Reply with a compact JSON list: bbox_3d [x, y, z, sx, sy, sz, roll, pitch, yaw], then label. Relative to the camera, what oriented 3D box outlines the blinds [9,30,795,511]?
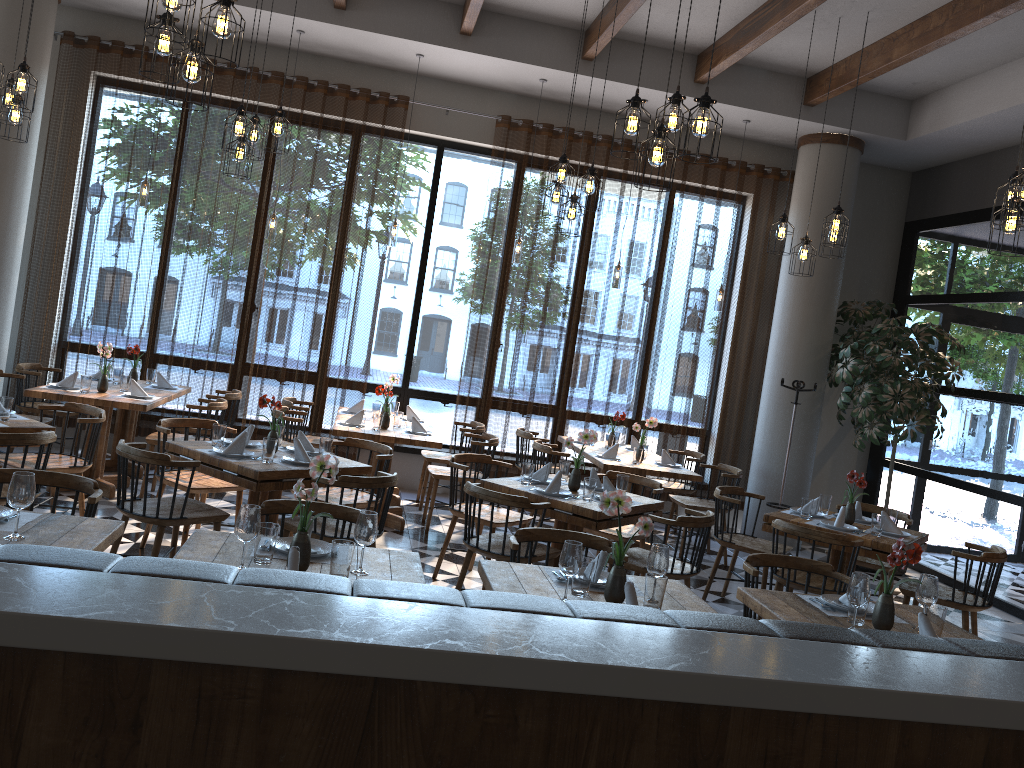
[{"bbox_3d":[-0.833,-0.943,8.678,7.257,3.580,0.160,8,1,-10],"label":"blinds"}]

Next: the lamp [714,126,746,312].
[{"bbox_3d":[2.149,-1.678,8.619,0.078,1.963,0.078,9,1,22],"label":"lamp"}]

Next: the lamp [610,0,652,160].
[{"bbox_3d":[0.730,-2.159,4.404,0.174,2.070,0.175,8,1,-38],"label":"lamp"}]

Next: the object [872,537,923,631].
[{"bbox_3d":[1.467,0.765,3.367,0.171,0.355,0.156,8,1,-16],"label":"object"}]

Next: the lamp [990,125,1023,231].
[{"bbox_3d":[2.829,-1.864,4.769,0.175,2.070,0.175,9,1,23],"label":"lamp"}]

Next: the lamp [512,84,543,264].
[{"bbox_3d":[0.181,-2.100,8.278,0.078,1.963,0.078,8,1,-20],"label":"lamp"}]

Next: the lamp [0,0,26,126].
[{"bbox_3d":[-3.296,-2.804,6.031,0.175,2.070,0.174,9,1,33],"label":"lamp"}]

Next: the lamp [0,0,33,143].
[{"bbox_3d":[-3.164,-2.644,5.872,0.174,2.070,0.175,8,1,-24],"label":"lamp"}]

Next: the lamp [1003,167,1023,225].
[{"bbox_3d":[2.678,-1.821,4.360,0.175,2.070,0.175,9,1,1],"label":"lamp"}]

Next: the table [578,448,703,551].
[{"bbox_3d":[1.024,1.043,7.599,0.849,0.763,0.852,8,2,-10],"label":"table"}]

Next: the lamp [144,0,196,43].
[{"bbox_3d":[-1.293,-2.484,3.708,0.174,2.070,0.175,8,1,-39],"label":"lamp"}]

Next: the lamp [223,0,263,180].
[{"bbox_3d":[-1.724,-2.436,6.031,0.175,2.070,0.175,9,1,9],"label":"lamp"}]

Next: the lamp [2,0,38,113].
[{"bbox_3d":[-3.024,-2.790,5.688,0.174,2.070,0.175,8,1,-35],"label":"lamp"}]

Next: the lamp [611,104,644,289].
[{"bbox_3d":[1.133,-1.880,8.444,0.078,1.963,0.078,8,1,-24],"label":"lamp"}]

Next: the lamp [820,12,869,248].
[{"bbox_3d":[2.560,-2.059,6.640,0.175,2.070,0.175,9,1,3],"label":"lamp"}]

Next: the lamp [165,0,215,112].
[{"bbox_3d":[-1.295,-2.263,3.939,0.174,2.070,0.175,8,1,-39],"label":"lamp"}]

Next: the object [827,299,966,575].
[{"bbox_3d":[3.377,0.418,8.607,1.376,2.591,1.639,8,1,-26],"label":"object"}]

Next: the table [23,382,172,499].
[{"bbox_3d":[-3.226,0.443,6.874,0.849,0.763,0.852,8,2,-10],"label":"table"}]

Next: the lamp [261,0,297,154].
[{"bbox_3d":[-1.499,-2.643,6.157,0.175,2.070,0.175,9,1,9],"label":"lamp"}]

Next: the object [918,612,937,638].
[{"bbox_3d":[1.475,0.890,3.105,0.351,0.137,0.272,8,3,-10],"label":"object"}]

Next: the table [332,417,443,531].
[{"bbox_3d":[-1.079,0.746,7.240,0.849,0.763,0.852,8,2,-10],"label":"table"}]

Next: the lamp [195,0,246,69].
[{"bbox_3d":[-1.113,-2.404,3.792,0.175,2.070,0.174,9,1,40],"label":"lamp"}]

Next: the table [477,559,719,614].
[{"bbox_3d":[0.295,1.164,3.184,0.849,0.763,0.852,8,2,-10],"label":"table"}]

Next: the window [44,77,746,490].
[{"bbox_3d":[-5.047,-1.432,7.157,15.090,3.163,4.508,7,3,-33],"label":"window"}]

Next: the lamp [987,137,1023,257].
[{"bbox_3d":[2.712,-1.695,4.576,0.175,2.070,0.174,9,1,34],"label":"lamp"}]

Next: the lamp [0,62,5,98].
[{"bbox_3d":[-3.220,-2.875,5.657,0.174,2.070,0.175,8,1,-24],"label":"lamp"}]

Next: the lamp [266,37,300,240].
[{"bbox_3d":[-2.015,-2.261,7.908,0.078,1.963,0.078,9,1,30],"label":"lamp"}]

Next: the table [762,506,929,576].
[{"bbox_3d":[2.166,1.305,5.868,0.867,0.763,0.862,10,2,35],"label":"table"}]

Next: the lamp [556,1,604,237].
[{"bbox_3d":[0.569,-2.116,6.484,0.175,2.070,0.175,8,1,-15],"label":"lamp"}]

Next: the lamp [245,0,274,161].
[{"bbox_3d":[-1.695,-2.619,6.244,0.175,2.070,0.175,9,1,-2],"label":"lamp"}]

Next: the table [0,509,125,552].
[{"bbox_3d":[-1.844,0.862,2.819,0.849,0.763,0.852,8,2,-10],"label":"table"}]

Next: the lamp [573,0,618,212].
[{"bbox_3d":[0.680,-2.265,6.286,0.174,2.070,0.175,8,1,-26],"label":"lamp"}]

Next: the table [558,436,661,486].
[{"bbox_3d":[0.884,0.978,8.443,0.849,0.763,0.852,8,2,-10],"label":"table"}]

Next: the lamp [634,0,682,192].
[{"bbox_3d":[0.826,-1.960,4.229,0.174,2.070,0.175,8,1,-26],"label":"lamp"}]

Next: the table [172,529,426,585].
[{"bbox_3d":[-0.768,1.014,3.003,0.849,0.763,0.852,8,2,-10],"label":"table"}]

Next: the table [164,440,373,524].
[{"bbox_3d":[-1.481,0.790,5.246,0.867,0.763,0.862,10,2,35],"label":"table"}]

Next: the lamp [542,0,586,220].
[{"bbox_3d":[0.463,-2.274,6.664,0.175,2.070,0.174,9,1,41],"label":"lamp"}]

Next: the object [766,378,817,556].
[{"bbox_3d":[2.574,0.786,8.324,0.375,1.658,0.374,9,1,13],"label":"object"}]

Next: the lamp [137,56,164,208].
[{"bbox_3d":[-3.082,-2.518,7.723,0.078,1.963,0.078,8,1,-34],"label":"lamp"}]

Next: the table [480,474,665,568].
[{"bbox_3d":[0.333,1.046,5.555,0.867,0.763,0.862,10,2,35],"label":"table"}]

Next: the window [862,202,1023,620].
[{"bbox_3d":[5.286,0.246,8.533,2.183,3.547,2.733,8,1,-10],"label":"window"}]

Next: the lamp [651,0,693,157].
[{"bbox_3d":[0.941,-2.187,4.444,0.174,2.070,0.175,8,1,-26],"label":"lamp"}]

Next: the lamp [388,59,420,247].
[{"bbox_3d":[-0.952,-2.226,8.086,0.078,1.963,0.078,9,1,-2],"label":"lamp"}]

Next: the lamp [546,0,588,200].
[{"bbox_3d":[0.482,-2.352,6.285,0.175,2.070,0.175,8,1,-15],"label":"lamp"}]

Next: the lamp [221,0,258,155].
[{"bbox_3d":[-1.665,-2.548,5.812,0.174,2.070,0.175,8,1,-24],"label":"lamp"}]

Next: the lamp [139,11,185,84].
[{"bbox_3d":[-1.464,-2.426,4.052,0.175,2.070,0.175,9,1,18],"label":"lamp"}]

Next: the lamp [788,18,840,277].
[{"bbox_3d":[2.378,-1.862,6.819,0.175,2.070,0.175,9,1,3],"label":"lamp"}]

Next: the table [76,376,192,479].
[{"bbox_3d":[-3.366,0.378,7.718,0.849,0.763,0.852,8,2,-10],"label":"table"}]

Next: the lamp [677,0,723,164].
[{"bbox_3d":[1.004,-2.057,4.075,0.175,2.070,0.174,9,1,30],"label":"lamp"}]

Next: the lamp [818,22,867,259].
[{"bbox_3d":[2.616,-2.004,6.839,0.175,2.070,0.175,8,1,-8],"label":"lamp"}]

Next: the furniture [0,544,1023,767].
[{"bbox_3d":[-0.075,0.955,2.392,6.580,1.150,1.922,8,2,-10],"label":"furniture"}]

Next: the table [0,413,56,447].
[{"bbox_3d":[-3.237,0.543,4.946,0.867,0.763,0.862,10,2,35],"label":"table"}]

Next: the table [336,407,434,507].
[{"bbox_3d":[-1.218,0.681,8.084,0.849,0.763,0.852,8,2,-10],"label":"table"}]

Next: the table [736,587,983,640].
[{"bbox_3d":[1.372,1.316,3.368,0.849,0.763,0.852,8,2,-10],"label":"table"}]

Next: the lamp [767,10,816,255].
[{"bbox_3d":[2.188,-2.020,6.753,0.174,2.070,0.175,8,1,-30],"label":"lamp"}]
